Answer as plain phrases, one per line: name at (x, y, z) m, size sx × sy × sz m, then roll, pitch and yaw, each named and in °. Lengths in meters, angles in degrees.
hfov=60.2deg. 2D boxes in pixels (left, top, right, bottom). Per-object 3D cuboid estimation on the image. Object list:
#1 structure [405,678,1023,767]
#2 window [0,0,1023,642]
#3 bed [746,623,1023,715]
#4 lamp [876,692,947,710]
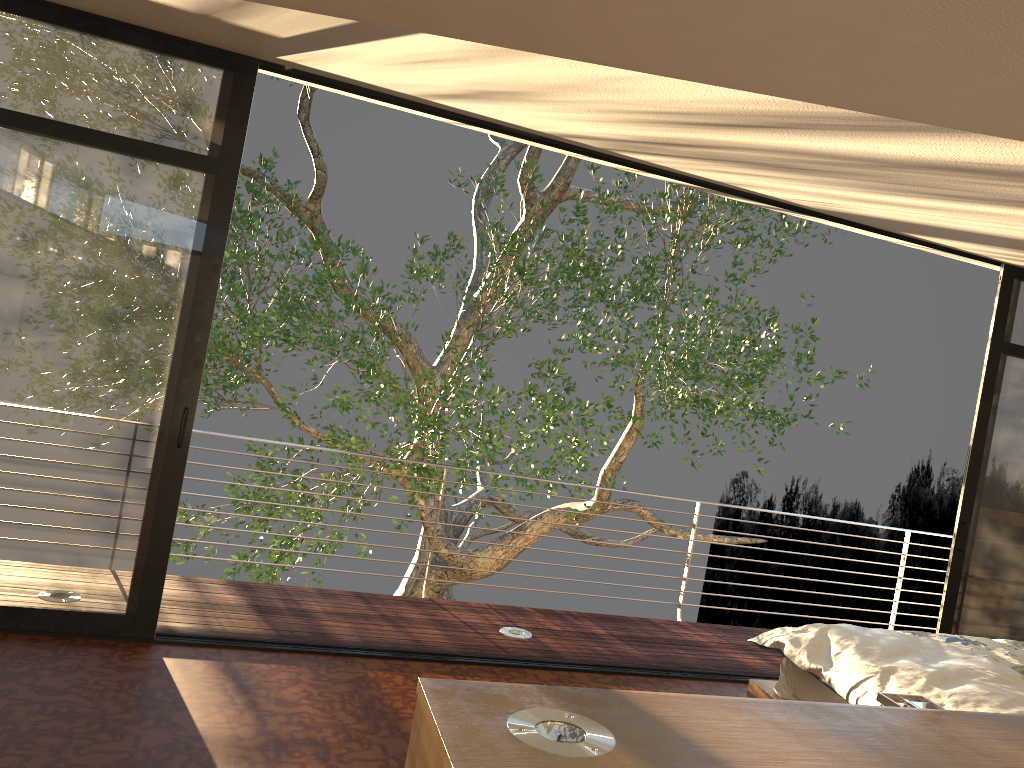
structure at (2.589, 1.376, 1.993) m, size 5.909 × 0.974 × 0.302 m, roll 10°, pitch 0°, yaw -18°
window at (2.541, 0.595, 1.600) m, size 10.525 × 2.513 × 6.706 m, roll 10°, pitch 1°, yaw -18°
bed at (2.139, 1.402, 3.118) m, size 1.864 × 0.712 × 2.113 m, roll 10°, pitch 1°, yaw -16°
lamp at (0.807, 1.045, 1.851) m, size 0.166 × 0.730 × 0.256 m, roll 10°, pitch 0°, yaw -16°
